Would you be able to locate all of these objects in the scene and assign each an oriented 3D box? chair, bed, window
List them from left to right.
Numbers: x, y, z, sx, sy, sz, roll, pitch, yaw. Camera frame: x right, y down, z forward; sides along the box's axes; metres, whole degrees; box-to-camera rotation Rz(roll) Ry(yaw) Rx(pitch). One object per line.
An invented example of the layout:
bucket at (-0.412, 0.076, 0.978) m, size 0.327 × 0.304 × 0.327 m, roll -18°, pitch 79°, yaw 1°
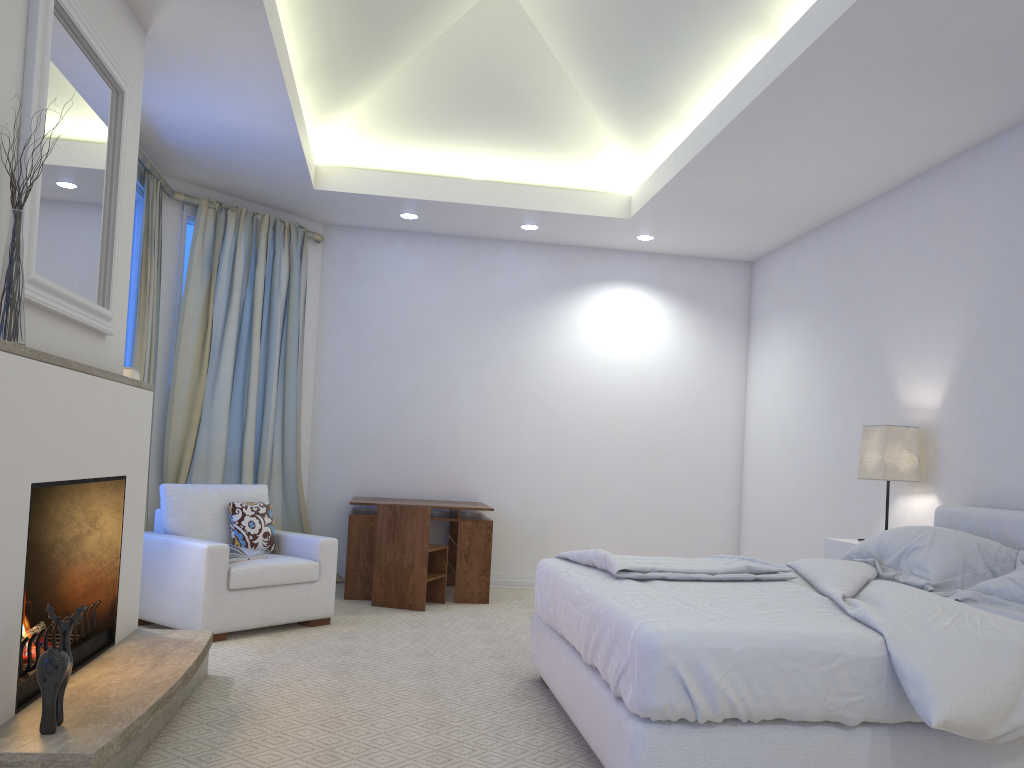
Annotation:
window at (-1.407, -0.278, 2.780) m, size 0.814 × 2.020 × 6.862 m, roll 3°, pitch -5°, yaw -8°
window at (-2.103, -0.180, 4.343) m, size 0.206 × 2.022 × 1.516 m, roll 3°, pitch -3°, yaw -8°
chair at (-1.415, 0.876, 4.542) m, size 0.687 × 0.703 × 0.809 m, roll 1°, pitch -4°, yaw 37°
chair at (-0.610, 1.040, 5.400) m, size 0.340 × 0.609 × 0.341 m, roll 2°, pitch -3°, yaw 17°
bed at (1.186, 0.834, 3.098) m, size 2.020 × 0.813 × 1.974 m, roll 4°, pitch -5°, yaw -9°

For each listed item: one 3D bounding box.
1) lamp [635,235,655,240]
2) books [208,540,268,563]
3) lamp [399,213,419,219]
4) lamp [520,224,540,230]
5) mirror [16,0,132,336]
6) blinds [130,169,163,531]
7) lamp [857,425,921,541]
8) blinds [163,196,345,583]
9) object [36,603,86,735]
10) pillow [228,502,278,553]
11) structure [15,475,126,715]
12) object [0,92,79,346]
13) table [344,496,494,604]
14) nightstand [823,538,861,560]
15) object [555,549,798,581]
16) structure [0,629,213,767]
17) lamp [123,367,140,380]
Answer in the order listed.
lamp at (0.923, -1.007, 6.132) m, size 0.137 × 0.014 × 0.137 m, roll 7°, pitch -6°, yaw -36°
books at (-1.357, 0.818, 4.355) m, size 0.193 × 0.089 × 0.238 m, roll 0°, pitch -5°, yaw 33°
lamp at (-0.686, -1.113, 5.905) m, size 0.137 × 0.014 × 0.137 m, roll 7°, pitch -6°, yaw -36°
lamp at (0.119, -1.060, 6.019) m, size 0.137 × 0.014 × 0.137 m, roll 7°, pitch -6°, yaw -36°
mirror at (-1.363, -0.675, 2.798) m, size 0.039 × 0.938 × 0.842 m, roll 3°, pitch -3°, yaw -8°
blinds at (-1.936, 0.031, 4.873) m, size 0.295 × 2.385 × 0.781 m, roll 3°, pitch -2°, yaw -13°
lamp at (1.874, 0.500, 4.410) m, size 0.210 × 0.581 × 0.210 m, roll 4°, pitch -2°, yaw -13°
blinds at (-1.673, 0.089, 5.546) m, size 0.295 × 2.413 × 1.776 m, roll 2°, pitch -3°, yaw 39°
object at (-1.151, 0.720, 2.259) m, size 0.097 × 0.307 × 0.180 m, roll 4°, pitch -3°, yaw -21°
pillow at (-1.360, 0.759, 4.667) m, size 0.135 × 0.272 × 0.276 m, roll 1°, pitch -4°, yaw 36°
structure at (-1.586, 0.587, 2.733) m, size 0.476 × 0.613 × 0.877 m, roll 3°, pitch -4°, yaw -8°
object at (-1.229, -0.440, 2.282) m, size 0.189 × 0.691 × 0.193 m, roll 2°, pitch -2°, yaw 20°
table at (-0.626, 1.086, 5.887) m, size 0.900 × 0.599 × 0.742 m, roll 4°, pitch -4°, yaw -8°
nightstand at (1.955, 0.998, 3.273) m, size 0.400 × 0.598 × 2.556 m, roll 3°, pitch -5°, yaw -8°
object at (0.585, 0.883, 3.476) m, size 0.718 × 0.465 × 0.915 m, roll 4°, pitch -4°, yaw -12°
structure at (-1.212, 1.000, 2.776) m, size 0.329 × 0.172 × 1.458 m, roll 4°, pitch -5°, yaw -8°
lamp at (-2.087, 0.598, 4.642) m, size 0.319 × 1.204 × 2.367 m, roll 4°, pitch -4°, yaw -19°
